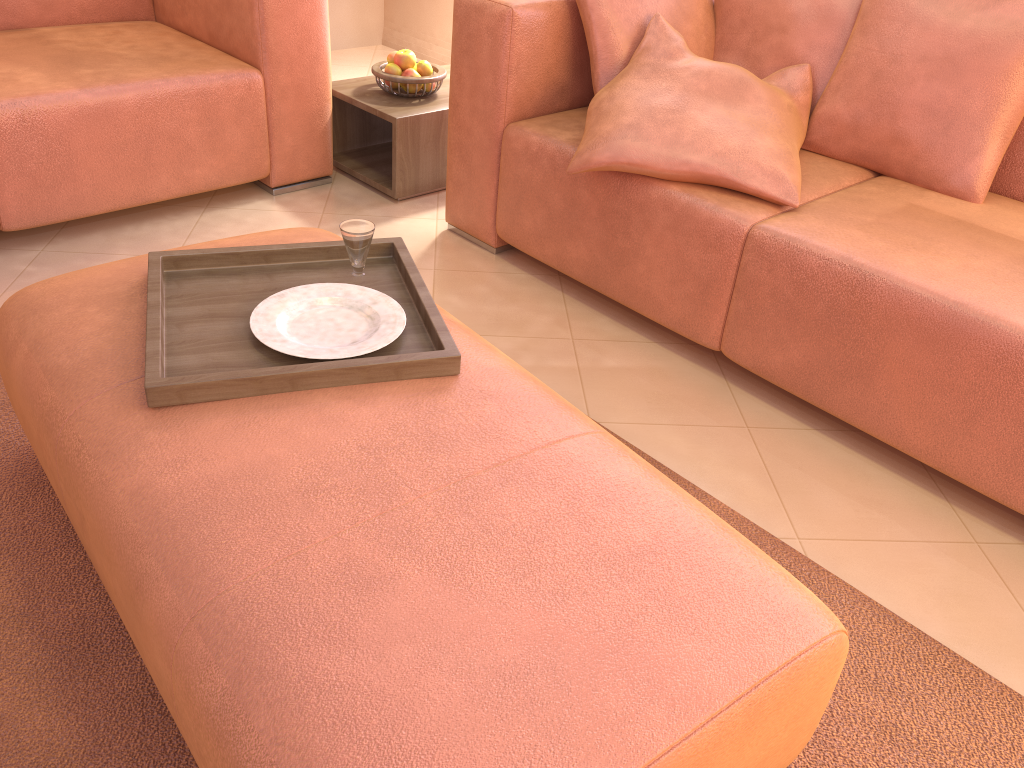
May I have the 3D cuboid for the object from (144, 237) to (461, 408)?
[{"bbox_3d":[-0.347,-0.119,1.413,0.436,0.034,0.421,-6,35,-17],"label":"object"}]

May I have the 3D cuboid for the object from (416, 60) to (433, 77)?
[{"bbox_3d":[-0.272,-0.980,2.760,0.051,0.053,0.045,-8,35,-19],"label":"object"}]

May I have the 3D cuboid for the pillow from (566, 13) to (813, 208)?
[{"bbox_3d":[0.444,-0.661,2.080,0.517,0.292,0.514,13,34,11],"label":"pillow"}]

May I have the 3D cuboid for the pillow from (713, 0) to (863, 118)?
[{"bbox_3d":[0.705,-0.891,2.285,0.492,0.446,0.255,21,37,23],"label":"pillow"}]

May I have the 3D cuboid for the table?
[{"bbox_3d":[-0.152,-0.906,3.054,0.918,0.268,0.412,-24,43,-37],"label":"table"}]

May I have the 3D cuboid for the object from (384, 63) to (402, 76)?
[{"bbox_3d":[-0.367,-0.965,2.739,0.055,0.047,0.045,17,35,17],"label":"object"}]

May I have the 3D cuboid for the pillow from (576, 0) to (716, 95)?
[{"bbox_3d":[0.365,-0.957,2.349,0.314,0.455,0.519,31,41,33],"label":"pillow"}]

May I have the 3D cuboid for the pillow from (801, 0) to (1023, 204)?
[{"bbox_3d":[0.968,-0.712,2.055,0.470,0.468,0.211,30,40,32],"label":"pillow"}]

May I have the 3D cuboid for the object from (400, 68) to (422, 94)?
[{"bbox_3d":[-0.312,-0.940,2.751,0.072,0.076,0.074,-16,39,-29],"label":"object"}]

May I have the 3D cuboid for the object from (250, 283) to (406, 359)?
[{"bbox_3d":[-0.287,-0.096,1.393,0.240,0.018,0.240,10,34,7],"label":"object"}]

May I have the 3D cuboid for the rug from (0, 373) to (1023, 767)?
[{"bbox_3d":[-0.296,0.510,1.130,1.833,0.005,2.626,-24,43,-37],"label":"rug"}]

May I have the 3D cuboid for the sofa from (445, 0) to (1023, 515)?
[{"bbox_3d":[1.076,-0.277,1.910,0.943,0.672,2.781,-24,43,-37],"label":"sofa"}]

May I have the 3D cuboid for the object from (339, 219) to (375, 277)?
[{"bbox_3d":[-0.267,-0.231,1.536,0.061,0.091,0.061,22,37,24],"label":"object"}]

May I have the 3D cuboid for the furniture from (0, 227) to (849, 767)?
[{"bbox_3d":[-0.242,0.153,1.317,0.685,0.301,1.291,-20,41,-33],"label":"furniture"}]

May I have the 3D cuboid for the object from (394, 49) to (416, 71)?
[{"bbox_3d":[-0.332,-1.004,2.754,0.069,0.061,0.068,8,33,5],"label":"object"}]

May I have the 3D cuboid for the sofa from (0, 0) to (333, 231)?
[{"bbox_3d":[-1.842,-0.687,2.115,2.781,0.672,0.943,-24,43,-37],"label":"sofa"}]

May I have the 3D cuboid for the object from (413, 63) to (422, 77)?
[{"bbox_3d":[-0.307,-0.981,2.814,0.076,0.065,0.077,-15,39,-28],"label":"object"}]

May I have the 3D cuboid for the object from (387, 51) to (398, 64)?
[{"bbox_3d":[-0.367,-1.023,2.791,0.047,0.046,0.054,23,37,25],"label":"object"}]

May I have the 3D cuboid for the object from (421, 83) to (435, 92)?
[{"bbox_3d":[-0.265,-0.942,2.790,0.046,0.046,0.055,18,35,18],"label":"object"}]

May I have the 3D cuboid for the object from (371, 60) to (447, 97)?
[{"bbox_3d":[-0.325,-0.960,2.803,0.235,0.071,0.235,27,39,30],"label":"object"}]
